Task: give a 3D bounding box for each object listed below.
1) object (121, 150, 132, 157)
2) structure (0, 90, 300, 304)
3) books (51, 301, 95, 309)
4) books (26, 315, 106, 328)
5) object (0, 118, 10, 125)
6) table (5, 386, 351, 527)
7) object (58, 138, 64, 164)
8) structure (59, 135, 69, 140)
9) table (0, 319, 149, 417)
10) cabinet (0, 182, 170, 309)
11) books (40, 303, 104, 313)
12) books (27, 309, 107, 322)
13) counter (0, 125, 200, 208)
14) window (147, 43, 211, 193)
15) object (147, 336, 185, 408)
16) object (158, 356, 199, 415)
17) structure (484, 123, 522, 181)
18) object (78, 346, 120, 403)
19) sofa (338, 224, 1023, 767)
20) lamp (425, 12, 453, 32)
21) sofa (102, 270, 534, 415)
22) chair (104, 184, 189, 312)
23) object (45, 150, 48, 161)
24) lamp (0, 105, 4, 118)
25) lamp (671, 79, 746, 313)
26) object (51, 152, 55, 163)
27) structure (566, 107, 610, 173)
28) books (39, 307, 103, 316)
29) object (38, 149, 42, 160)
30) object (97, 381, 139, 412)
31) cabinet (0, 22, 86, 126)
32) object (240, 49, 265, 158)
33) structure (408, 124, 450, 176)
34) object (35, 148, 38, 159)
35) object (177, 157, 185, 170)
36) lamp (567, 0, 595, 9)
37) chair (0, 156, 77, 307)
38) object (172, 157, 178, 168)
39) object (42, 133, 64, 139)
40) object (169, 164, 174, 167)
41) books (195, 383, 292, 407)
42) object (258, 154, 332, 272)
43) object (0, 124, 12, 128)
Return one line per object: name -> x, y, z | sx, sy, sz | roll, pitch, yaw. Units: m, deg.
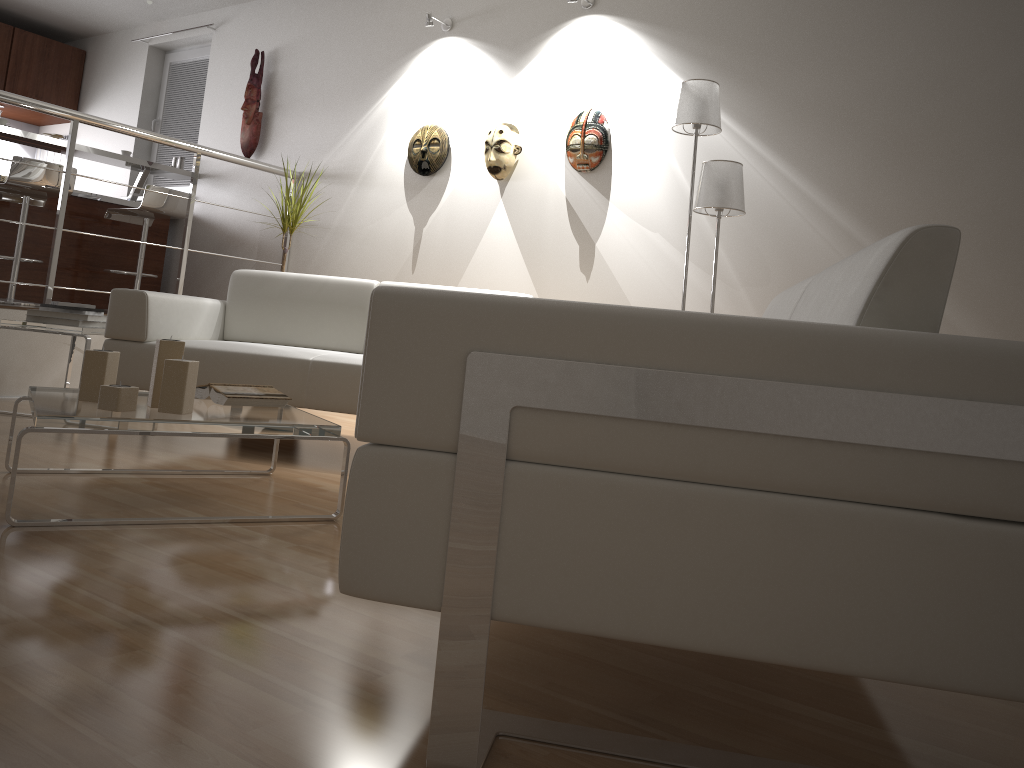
object -> -2.694, -1.603, 6.122 | 0.079, 0.046, 0.067 | 5, 0, -18
structure -> -2.145, -0.910, 4.866 | 0.057, 1.062, 2.297 | 1, -1, 35
books -> -1.993, -0.359, 3.976 | 0.150, 0.014, 0.217 | 4, 3, -35
books -> -2.000, -0.282, 3.967 | 0.288, 0.027, 0.225 | 6, 3, 15
object -> -3.150, -1.611, 5.404 | 0.079, 0.046, 0.067 | 5, 0, -11
table -> -0.959, 0.185, 2.468 | 0.788, 0.252, 0.702 | 4, 2, -30
object -> -3.927, -1.947, 7.584 | 0.071, 0.387, 0.023 | 1, -7, 34
structure -> -4.062, -2.166, 7.754 | 0.600, 0.034, 0.048 | 7, 1, 35
table -> -2.009, -0.070, 4.037 | 0.465, 0.405, 0.545 | 5, 0, 10
cabinet -> -3.346, -0.925, 5.881 | 0.636, 0.758, 1.827 | 4, 0, 35
books -> -1.994, -0.345, 3.974 | 0.217, 0.014, 0.150 | 6, 3, 15
books -> -1.998, -0.309, 3.970 | 0.287, 0.027, 0.225 | 6, 3, 5
counter -> -3.173, -1.454, 5.987 | 0.843, 0.321, 2.079 | 7, 3, 35
window -> -2.588, -2.076, 6.952 | 0.846, 1.284, 0.139 | 3, -6, 35
object -> -0.946, -0.035, 2.398 | 0.066, 0.199, 0.067 | 8, -6, -30
object -> -0.875, -0.001, 2.302 | 0.067, 0.153, 0.066 | 5, -5, 5
structure -> -0.079, -1.294, 4.835 | 0.244, 0.333, 0.128 | 3, -5, 36
object -> -1.123, -0.028, 2.385 | 0.067, 0.153, 0.066 | 5, -5, 5
sofa -> 0.382, 0.095, 1.896 | 0.908, 0.746, 1.768 | 5, 1, 10
lamp -> -0.444, -2.151, 5.202 | 0.080, 0.109, 0.188 | 3, -1, 35
sofa -> -0.700, -0.104, 3.788 | 1.785, 0.749, 0.897 | 6, -1, 10
chair -> -2.468, -0.888, 5.861 | 0.427, 0.859, 0.381 | 3, -5, 30
object -> -4.119, -1.974, 7.721 | 0.107, 0.383, 0.020 | 2, -7, 34
lamp -> -4.241, -2.241, 7.222 | 0.079, 0.126, 0.079 | 6, -4, -15
lamp -> 0.758, -0.418, 3.539 | 0.206, 1.693, 0.364 | 10, -7, -35
object -> -4.015, -1.968, 7.674 | 0.091, 0.370, 0.042 | 2, -7, 34
structure -> 0.376, -1.278, 4.559 | 0.265, 0.359, 0.074 | 3, -6, 35
books -> -1.996, -0.330, 3.973 | 0.217, 0.014, 0.151 | 6, 3, 5
object -> -4.213, -1.987, 7.795 | 0.033, 0.382, 0.007 | 1, -7, 34
object -> -1.002, 0.029, 2.232 | 0.067, 0.075, 0.066 | 5, -2, 20
cabinet -> -4.790, -2.653, 6.735 | 0.653, 0.642, 2.688 | 4, 1, 35
object -> -1.815, -1.964, 6.158 | 0.151, 0.800, 0.149 | 6, -6, -10
structure -> -0.514, -1.390, 5.178 | 0.318, 0.320, 0.068 | 4, -5, 35
object -> -4.277, -1.993, 7.824 | 0.065, 0.387, 0.033 | 1, -7, 35
object -> -2.457, -1.629, 6.500 | 0.053, 0.113, 0.052 | 4, -5, 19
lamp -> 0.357, -2.045, 4.638 | 0.080, 0.109, 0.188 | 3, -1, 35
chair -> -2.920, -0.899, 5.217 | 0.427, 0.859, 0.382 | 2, -6, 39
object -> -2.509, -1.634, 6.528 | 0.053, 0.111, 0.052 | 4, -5, 19
object -> -3.007, -1.618, 5.766 | 0.130, 0.042, 0.138 | 7, 3, 37
object -> -2.507, -1.598, 6.462 | 0.051, 0.046, 0.050 | 6, -1, -8
books -> -0.840, 0.029, 2.707 | 0.201, 0.056, 0.293 | 4, 3, -40
object -> -1.310, -0.590, 4.986 | 0.495, 1.494, 0.440 | 10, -7, -42
object -> -3.165, -1.589, 5.391 | 0.141, 0.008, 0.128 | 8, 4, 37
